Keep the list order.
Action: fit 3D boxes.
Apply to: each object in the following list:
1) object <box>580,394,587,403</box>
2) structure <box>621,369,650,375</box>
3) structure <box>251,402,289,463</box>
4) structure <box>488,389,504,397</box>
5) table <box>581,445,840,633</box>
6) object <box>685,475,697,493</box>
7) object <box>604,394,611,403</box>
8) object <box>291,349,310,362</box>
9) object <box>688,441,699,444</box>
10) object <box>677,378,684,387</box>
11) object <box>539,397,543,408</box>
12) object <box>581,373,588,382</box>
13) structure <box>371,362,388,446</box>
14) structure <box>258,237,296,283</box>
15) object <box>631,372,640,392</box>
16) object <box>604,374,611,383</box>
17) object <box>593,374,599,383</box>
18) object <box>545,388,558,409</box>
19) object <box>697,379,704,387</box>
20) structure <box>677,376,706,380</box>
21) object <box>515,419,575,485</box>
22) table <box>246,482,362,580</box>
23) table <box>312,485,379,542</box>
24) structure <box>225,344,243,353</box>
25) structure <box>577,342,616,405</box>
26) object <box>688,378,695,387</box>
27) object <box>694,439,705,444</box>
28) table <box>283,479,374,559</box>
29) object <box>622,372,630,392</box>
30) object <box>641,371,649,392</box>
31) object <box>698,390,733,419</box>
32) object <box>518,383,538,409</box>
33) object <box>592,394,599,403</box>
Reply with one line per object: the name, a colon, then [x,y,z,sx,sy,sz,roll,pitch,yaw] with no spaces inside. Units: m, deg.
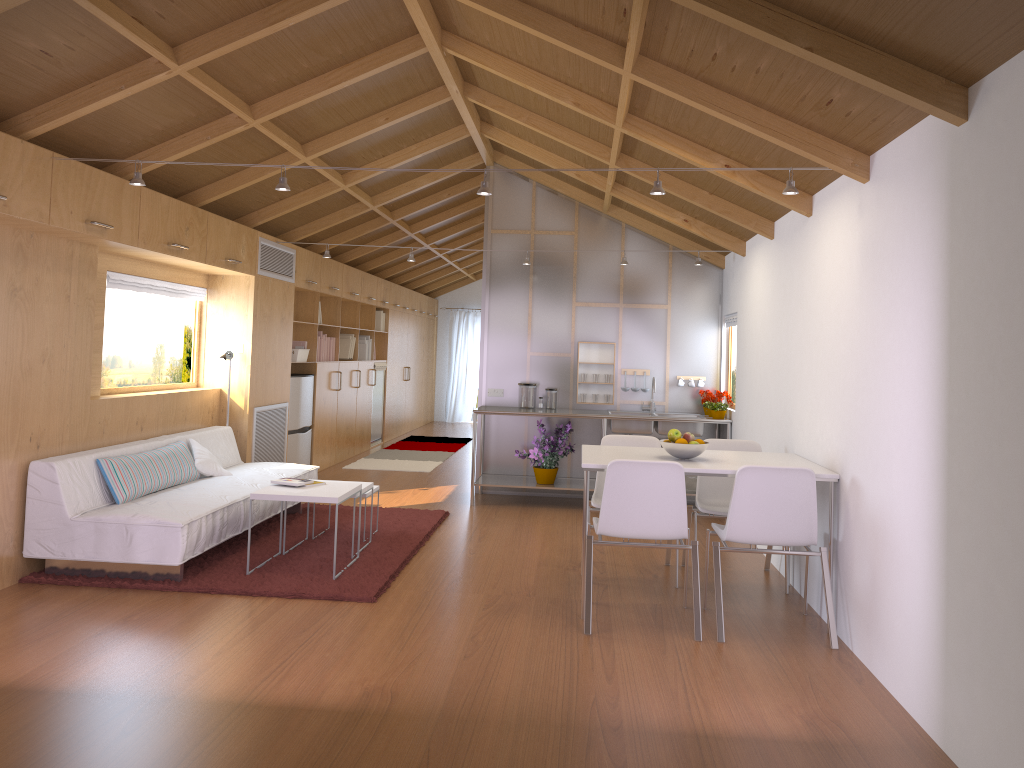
object: [0.631,0.124,7.805,0.061,0.077,0.061,2,-1,17]
structure: [1.094,-0.105,7.817,0.250,0.051,0.016,2,-2,5]
structure: [-2.045,0.537,7.472,0.013,0.723,0.818,2,0,4]
structure: [-0.147,0.078,7.911,0.142,0.071,0.011,2,-2,5]
table: [0.959,0.760,4.624,1.209,0.745,0.897,2,0,5]
object: [1.489,0.804,7.363,0.299,0.159,0.414,2,1,5]
object: [0.838,0.132,7.788,0.061,0.077,0.061,2,-1,-21]
object: [-2.061,-0.271,8.350,0.203,0.123,0.349,2,1,4]
object: [0.930,0.326,4.517,0.070,0.069,0.077,2,0,5]
object: [1.483,-0.016,7.764,0.059,0.080,0.062,2,-1,5]
object: [0.250,0.160,7.684,0.037,0.093,0.037,1,-2,20]
object: [0.637,-0.053,7.813,0.061,0.077,0.061,2,-1,17]
structure: [-1.861,0.246,11.483,0.316,1.082,0.724,2,-1,4]
structure: [-1.994,-1.043,7.516,0.013,0.301,0.902,2,2,4]
object: [1.087,-0.021,7.774,0.074,0.183,0.074,1,-2,36]
object: [0.844,-0.046,7.796,0.061,0.077,0.061,2,-1,-21]
object: [0.740,-0.050,7.804,0.061,0.077,0.061,2,-1,-21]
object: [0.345,0.131,7.775,0.113,0.177,0.113,1,-1,25]
object: [1.655,-0.010,7.751,0.059,0.080,0.062,2,-1,5]
structure: [1.577,-0.051,7.764,0.250,0.032,0.041,2,0,5]
object: [0.291,0.562,7.425,0.524,0.554,0.351,2,-1,-4]
table: [-1.161,0.812,5.013,0.485,0.439,0.523,2,0,5]
table: [-1.096,0.849,5.868,0.342,0.309,0.369,2,0,5]
structure: [-2.202,-0.283,7.001,0.142,0.071,0.011,2,-2,5]
structure: [0.743,-0.095,7.814,0.328,0.547,0.076,2,-2,5]
object: [1.576,-0.012,7.752,0.059,0.081,0.062,2,-1,12]
object: [0.967,0.319,4.576,0.067,0.066,0.068,2,0,-41]
table: [-1.126,0.825,5.471,0.424,0.384,0.458,2,0,5]
object: [1.002,-0.024,7.781,0.074,0.183,0.074,1,-2,36]
object: [1.173,-0.018,7.768,0.074,0.183,0.074,1,-2,36]
object: [1.702,0.166,7.428,0.233,0.235,0.687,2,2,5]
object: [0.135,0.103,7.773,0.172,0.216,0.171,2,-1,18]
object: [0.734,0.128,7.797,0.061,0.077,0.061,2,-1,-21]
